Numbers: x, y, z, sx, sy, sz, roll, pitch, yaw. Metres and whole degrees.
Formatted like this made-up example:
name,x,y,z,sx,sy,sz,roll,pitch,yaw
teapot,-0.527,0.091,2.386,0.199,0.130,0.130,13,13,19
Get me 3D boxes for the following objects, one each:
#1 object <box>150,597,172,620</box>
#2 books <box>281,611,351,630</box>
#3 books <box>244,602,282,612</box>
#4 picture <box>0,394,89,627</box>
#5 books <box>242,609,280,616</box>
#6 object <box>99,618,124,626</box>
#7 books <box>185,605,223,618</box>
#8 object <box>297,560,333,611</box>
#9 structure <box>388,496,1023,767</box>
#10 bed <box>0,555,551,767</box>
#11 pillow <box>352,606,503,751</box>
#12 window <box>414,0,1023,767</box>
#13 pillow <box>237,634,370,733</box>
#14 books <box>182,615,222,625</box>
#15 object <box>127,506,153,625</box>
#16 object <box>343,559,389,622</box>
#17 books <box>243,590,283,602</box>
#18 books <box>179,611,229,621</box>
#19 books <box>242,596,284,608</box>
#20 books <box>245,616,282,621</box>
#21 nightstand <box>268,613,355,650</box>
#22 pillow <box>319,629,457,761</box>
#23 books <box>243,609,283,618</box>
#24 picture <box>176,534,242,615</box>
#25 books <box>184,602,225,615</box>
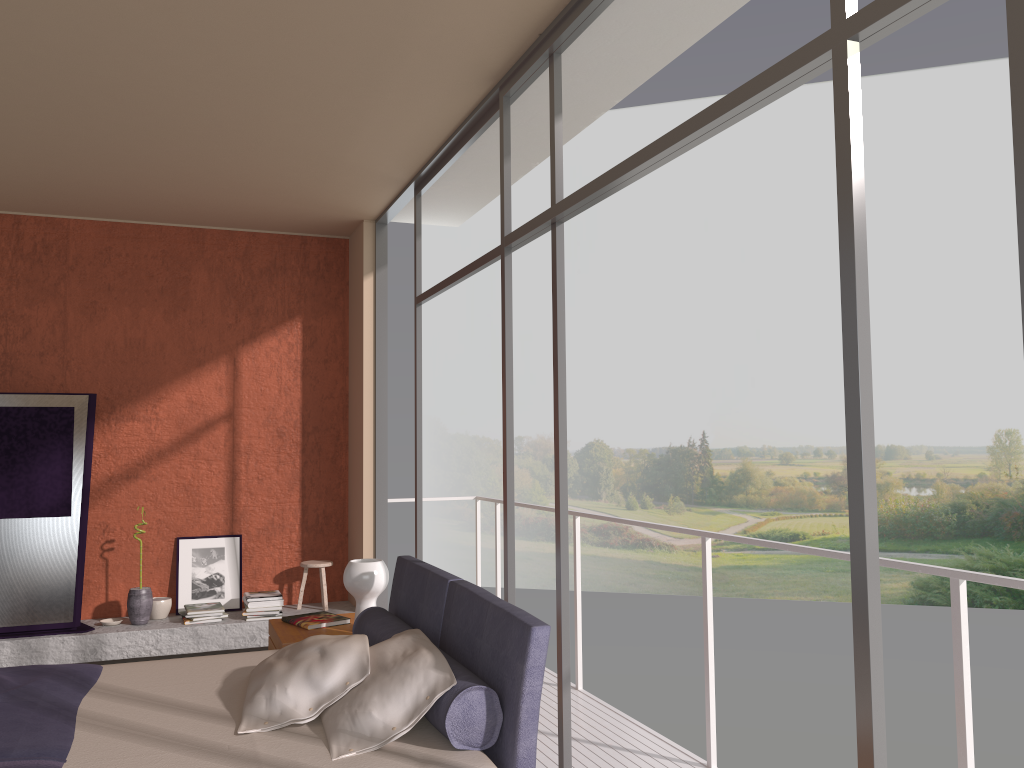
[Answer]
name,x,y,z,sx,sy,sz,roll,pitch,yaw
object,-2.513,1.597,6.300,0.179,0.137,0.180,0,-4,-8
books,-1.013,1.221,4.584,0.247,0.025,0.287,3,-5,-40
books,-1.784,1.586,6.353,0.247,0.027,0.328,1,-4,-19
picture,-3.386,0.811,5.743,1.129,1.496,0.126,1,-4,-21
books,-1.780,1.612,6.333,0.247,0.025,0.287,0,-4,-10
object,-2.748,1.641,6.084,0.152,0.040,0.152,-2,-4,14
books,-2.162,1.598,6.230,0.247,0.025,0.287,1,-4,-19
object,-1.450,1.508,6.637,0.260,0.349,0.257,-4,-5,38
structure,0.785,1.093,3.069,0.728,1.005,7.689,1,-4,-21
bed,-1.328,1.209,2.945,2.462,0.959,2.017,1,-4,-21
pillow,-0.361,1.047,3.314,0.205,0.201,1.470,1,-4,-21
window,0.470,0.093,2.813,0.075,3.133,6.106,1,-4,-21
pillow,-0.752,1.047,3.256,0.431,0.264,0.869,0,-4,-13
books,-2.179,1.644,6.227,0.247,0.025,0.287,1,-4,-24
object,-2.564,1.248,6.123,0.165,0.810,0.165,-1,-4,2
object,-0.722,1.046,4.393,0.224,0.338,0.224,0,-4,-9
books,-1.787,1.522,6.363,0.247,0.025,0.287,1,-4,-21
books,-2.170,1.621,6.241,0.247,0.018,0.328,2,-5,-36
books,-1.784,1.553,6.356,0.247,0.038,0.319,1,-4,-24
books,-1.783,1.653,6.349,0.247,0.018,0.328,1,-4,-19
nightstand,-0.911,1.505,4.482,0.562,0.556,0.628,1,-4,-21
pillow,-0.451,1.016,2.989,0.400,0.265,0.791,1,-4,-18
books,-1.786,1.635,6.356,0.247,0.018,0.287,1,-4,-21
picture,-2.229,1.400,6.533,0.458,0.550,0.117,1,-4,-21
books,-2.165,1.578,6.236,0.247,0.018,0.328,1,-4,-24
